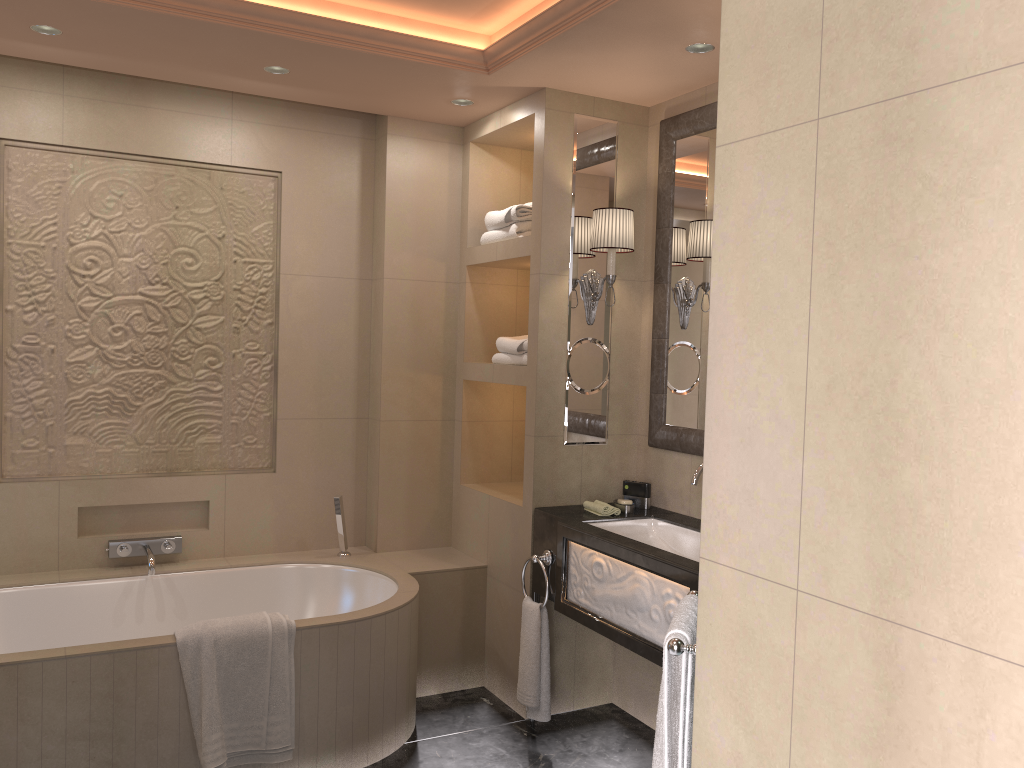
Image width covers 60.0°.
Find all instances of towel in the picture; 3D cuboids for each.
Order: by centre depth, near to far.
[{"bbox_3d":[0.368,0.779,1.816,0.154,0.629,0.313,2,2,5],"label":"towel"},{"bbox_3d":[-0.916,0.990,2.913,0.374,0.463,0.453,1,3,-26],"label":"towel"},{"bbox_3d":[-1.232,-0.454,3.188,3.195,0.726,0.517,1,3,-28],"label":"towel"},{"bbox_3d":[0.073,1.046,3.377,0.173,0.455,0.116,4,3,43],"label":"towel"},{"bbox_3d":[0.348,0.480,3.450,0.096,0.039,0.149,1,2,-21],"label":"towel"}]

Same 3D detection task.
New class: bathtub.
[{"bbox_3d":[-1.290,1.045,3.239,2.662,0.540,1.060,1,3,-28],"label":"bathtub"}]

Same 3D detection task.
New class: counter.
[{"bbox_3d":[0.580,0.952,3.043,0.543,0.858,1.330,1,3,-28],"label":"counter"}]

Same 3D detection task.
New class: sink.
[{"bbox_3d":[0.569,0.602,3.017,0.349,0.135,0.760,1,3,-28],"label":"sink"}]

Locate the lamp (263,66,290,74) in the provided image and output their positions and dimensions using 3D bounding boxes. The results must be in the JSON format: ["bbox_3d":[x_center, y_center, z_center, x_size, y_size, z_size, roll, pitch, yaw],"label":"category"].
[{"bbox_3d":[-0.882,-1.212,3.329,0.097,0.069,0.097,0,3,-31],"label":"lamp"}]

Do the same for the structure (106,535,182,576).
[{"bbox_3d":[-1.473,0.695,3.578,0.290,0.097,0.259,1,3,-28],"label":"structure"}]

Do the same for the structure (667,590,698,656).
[{"bbox_3d":[0.377,0.486,1.817,0.074,0.061,0.415,2,2,17],"label":"structure"}]

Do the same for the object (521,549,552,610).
[{"bbox_3d":[0.106,0.746,3.381,0.074,0.226,0.203,1,3,-28],"label":"object"}]

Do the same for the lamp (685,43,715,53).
[{"bbox_3d":[0.626,-1.150,2.949,0.097,0.069,0.097,1,2,-11],"label":"lamp"}]

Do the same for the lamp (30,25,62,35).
[{"bbox_3d":[-1.558,-1.218,2.968,0.097,0.069,0.097,1,2,-11],"label":"lamp"}]

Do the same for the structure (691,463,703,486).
[{"bbox_3d":[0.741,0.390,3.119,0.242,0.268,0.223,2,2,7],"label":"structure"}]

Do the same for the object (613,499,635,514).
[{"bbox_3d":[0.441,0.482,3.497,0.080,0.035,0.133,1,2,-10],"label":"object"}]

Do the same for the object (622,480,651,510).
[{"bbox_3d":[0.502,0.447,3.575,0.124,0.104,0.038,3,3,36],"label":"object"}]

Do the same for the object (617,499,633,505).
[{"bbox_3d":[0.443,0.462,3.477,0.051,0.022,0.077,1,2,-8],"label":"object"}]

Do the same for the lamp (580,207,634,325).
[{"bbox_3d":[0.376,-0.454,3.479,0.174,0.444,0.223,1,3,-28],"label":"lamp"}]

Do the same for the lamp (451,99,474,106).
[{"bbox_3d":[-0.205,-1.205,3.690,0.097,0.069,0.097,4,3,39],"label":"lamp"}]

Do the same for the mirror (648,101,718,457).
[{"bbox_3d":[0.845,-0.375,3.104,0.040,1.320,1.130,1,3,-28],"label":"mirror"}]

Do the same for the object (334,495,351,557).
[{"bbox_3d":[-0.751,0.625,3.918,0.059,0.280,0.114,2,2,17],"label":"object"}]
